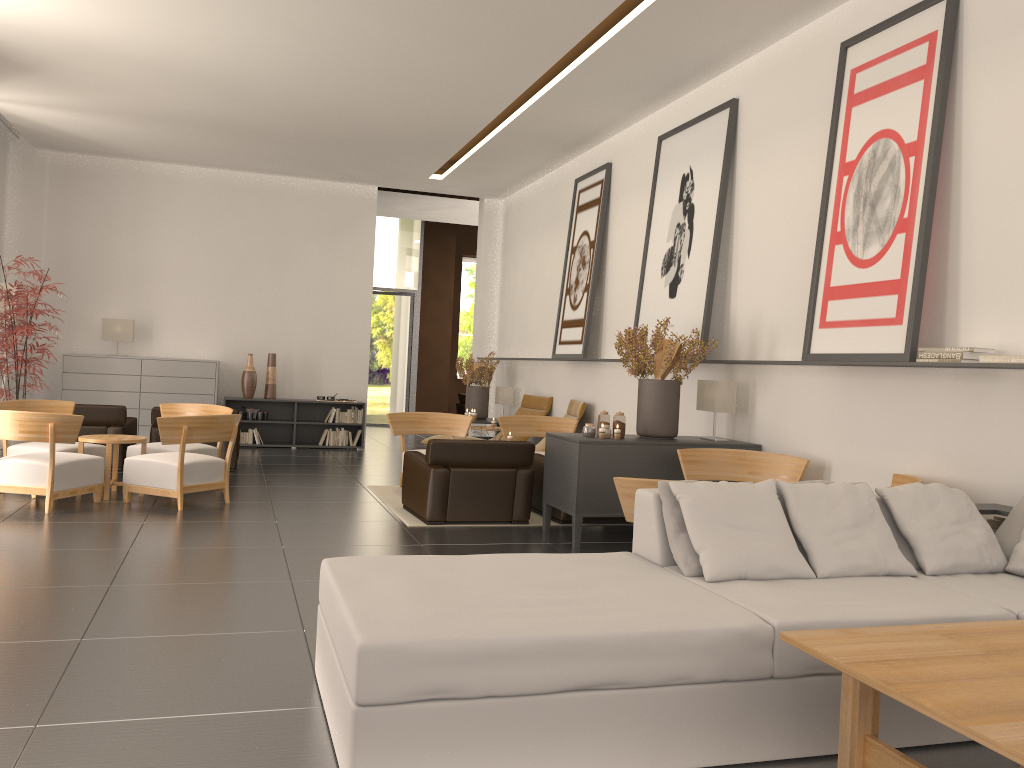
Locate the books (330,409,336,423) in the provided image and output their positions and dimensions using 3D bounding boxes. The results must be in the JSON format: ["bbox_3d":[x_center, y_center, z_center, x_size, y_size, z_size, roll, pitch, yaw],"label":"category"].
[{"bbox_3d":[-4.083,0.717,20.177,0.130,0.322,0.252,3,0,-18],"label":"books"}]

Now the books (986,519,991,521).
[{"bbox_3d":[3.936,1.229,7.222,0.014,0.231,0.181,3,0,-18],"label":"books"}]

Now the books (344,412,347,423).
[{"bbox_3d":[-3.813,0.763,20.307,0.054,0.249,0.167,3,0,-18],"label":"books"}]

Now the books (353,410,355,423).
[{"bbox_3d":[-3.639,0.744,20.336,0.017,0.302,0.215,3,0,-18],"label":"books"}]

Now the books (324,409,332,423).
[{"bbox_3d":[-4.176,0.728,20.148,0.142,0.290,0.252,3,0,-18],"label":"books"}]

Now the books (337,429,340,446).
[{"bbox_3d":[-3.976,1.212,20.266,0.041,0.377,0.221,3,0,-18],"label":"books"}]

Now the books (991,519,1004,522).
[{"bbox_3d":[3.970,1.231,7.232,0.028,0.231,0.179,3,0,-18],"label":"books"}]

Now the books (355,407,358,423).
[{"bbox_3d":[-3.580,0.719,20.357,0.039,0.358,0.210,3,0,-18],"label":"books"}]

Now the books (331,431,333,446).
[{"bbox_3d":[-4.119,1.234,20.205,0.018,0.321,0.252,3,0,-18],"label":"books"}]

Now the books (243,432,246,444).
[{"bbox_3d":[-5.934,1.192,19.646,0.054,0.249,0.167,3,0,-18],"label":"books"}]

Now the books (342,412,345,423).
[{"bbox_3d":[-3.866,0.761,20.290,0.054,0.249,0.167,3,0,-18],"label":"books"}]

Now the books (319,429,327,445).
[{"bbox_3d":[-4.303,1.209,20.148,0.153,0.360,0.249,3,0,-18],"label":"books"}]

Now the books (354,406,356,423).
[{"bbox_3d":[-3.612,0.704,20.342,0.029,0.385,0.219,3,0,-18],"label":"books"}]

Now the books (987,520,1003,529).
[{"bbox_3d":[3.918,1.228,7.191,0.039,0.234,0.133,3,0,-18],"label":"books"}]

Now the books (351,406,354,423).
[{"bbox_3d":[-3.662,0.703,20.319,0.039,0.384,0.232,3,0,-18],"label":"books"}]

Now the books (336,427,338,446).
[{"bbox_3d":[-4.009,1.196,20.250,0.031,0.406,0.231,3,0,-18],"label":"books"}]

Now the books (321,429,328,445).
[{"bbox_3d":[-4.274,1.204,20.156,0.156,0.371,0.252,3,0,-18],"label":"books"}]

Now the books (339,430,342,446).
[{"bbox_3d":[-3.933,1.235,20.266,0.041,0.335,0.248,3,0,-18],"label":"books"}]

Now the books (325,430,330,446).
[{"bbox_3d":[-4.199,1.220,20.173,0.071,0.344,0.265,3,0,-18],"label":"books"}]

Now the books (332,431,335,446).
[{"bbox_3d":[-4.082,1.232,20.214,0.057,0.328,0.257,3,0,-18],"label":"books"}]

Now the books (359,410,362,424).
[{"bbox_3d":[-3.497,0.749,20.375,0.048,0.305,0.226,3,0,-18],"label":"books"}]

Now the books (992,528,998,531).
[{"bbox_3d":[3.881,1.254,7.172,0.039,0.177,0.119,3,0,-18],"label":"books"}]

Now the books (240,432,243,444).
[{"bbox_3d":[-5.987,1.189,19.629,0.054,0.249,0.167,3,0,-18],"label":"books"}]

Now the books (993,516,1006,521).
[{"bbox_3d":[4.000,1.221,7.235,0.028,0.254,0.168,3,0,-18],"label":"books"}]

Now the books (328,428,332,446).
[{"bbox_3d":[-4.147,1.205,20.198,0.041,0.377,0.248,3,0,-18],"label":"books"}]

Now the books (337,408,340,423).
[{"bbox_3d":[-3.968,0.717,20.247,0.054,0.329,0.187,3,0,-18],"label":"books"}]

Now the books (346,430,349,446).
[{"bbox_3d":[-3.795,1.235,20.336,0.057,0.346,0.197,3,0,-18],"label":"books"}]

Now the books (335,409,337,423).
[{"bbox_3d":[-4.016,0.727,20.205,0.017,0.305,0.239,3,0,-18],"label":"books"}]

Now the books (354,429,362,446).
[{"bbox_3d":[-3.554,1.235,20.383,0.156,0.371,0.252,3,0,-18],"label":"books"}]

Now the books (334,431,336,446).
[{"bbox_3d":[-4.045,1.234,20.221,0.016,0.328,0.265,3,0,-18],"label":"books"}]

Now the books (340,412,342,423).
[{"bbox_3d":[-3.919,0.758,20.273,0.054,0.249,0.167,3,0,-18],"label":"books"}]

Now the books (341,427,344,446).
[{"bbox_3d":[-3.891,1.202,20.280,0.041,0.404,0.245,3,0,-18],"label":"books"}]

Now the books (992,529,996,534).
[{"bbox_3d":[3.843,1.253,7.160,0.039,0.177,0.119,3,0,-18],"label":"books"}]

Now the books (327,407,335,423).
[{"bbox_3d":[-4.120,0.699,20.173,0.138,0.354,0.236,3,0,-18],"label":"books"}]

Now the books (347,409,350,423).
[{"bbox_3d":[-3.747,0.735,20.287,0.054,0.311,0.244,3,0,-18],"label":"books"}]

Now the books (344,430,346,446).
[{"bbox_3d":[-3.843,1.228,20.284,0.023,0.357,0.266,3,0,-18],"label":"books"}]

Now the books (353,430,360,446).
[{"bbox_3d":[-3.583,1.240,20.375,0.153,0.360,0.249,3,0,-18],"label":"books"}]

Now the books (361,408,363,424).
[{"bbox_3d":[-3.457,0.734,20.373,0.022,0.339,0.253,3,0,-18],"label":"books"}]

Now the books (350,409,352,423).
[{"bbox_3d":[-3.702,0.734,20.305,0.039,0.318,0.236,3,0,-18],"label":"books"}]

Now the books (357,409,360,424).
[{"bbox_3d":[-3.537,0.744,20.352,0.039,0.313,0.246,3,0,-18],"label":"books"}]

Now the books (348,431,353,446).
[{"bbox_3d":[-3.712,1.251,20.341,0.106,0.325,0.238,3,0,-18],"label":"books"}]

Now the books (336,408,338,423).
[{"bbox_3d":[-3.994,0.718,20.204,0.019,0.324,0.254,3,0,-18],"label":"books"}]
